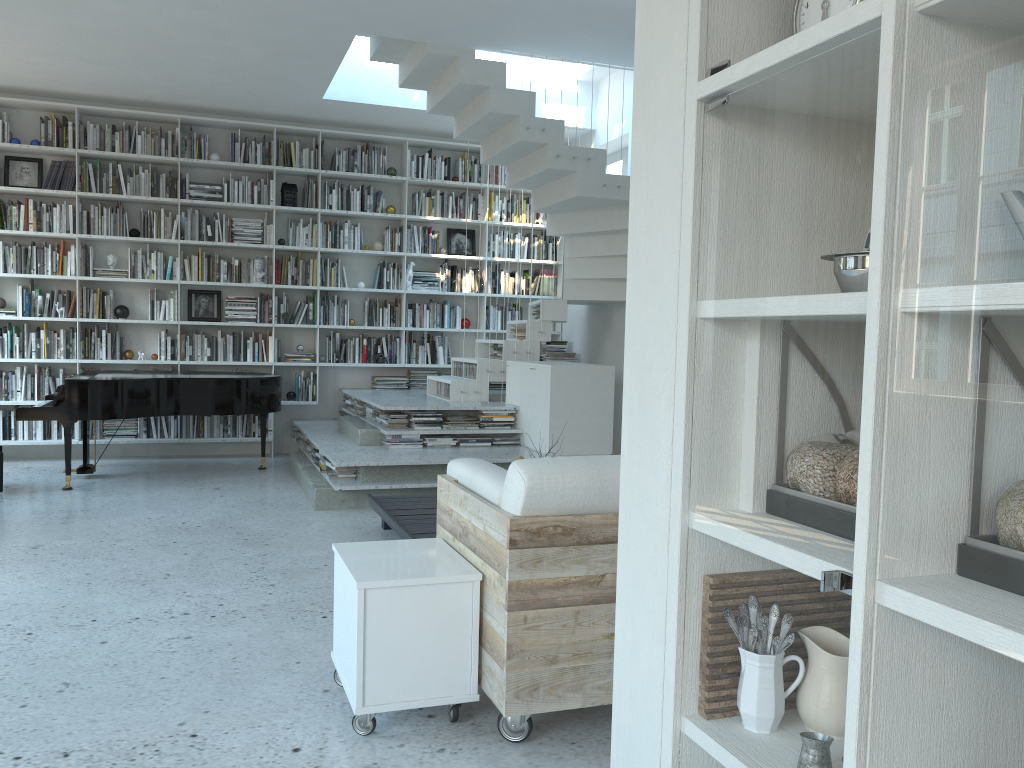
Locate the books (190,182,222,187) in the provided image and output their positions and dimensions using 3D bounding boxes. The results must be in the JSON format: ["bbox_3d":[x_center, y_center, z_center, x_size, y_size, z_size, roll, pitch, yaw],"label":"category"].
[{"bbox_3d":[-2.863,-1.856,8.296,0.285,0.024,0.159,0,3,-19],"label":"books"}]

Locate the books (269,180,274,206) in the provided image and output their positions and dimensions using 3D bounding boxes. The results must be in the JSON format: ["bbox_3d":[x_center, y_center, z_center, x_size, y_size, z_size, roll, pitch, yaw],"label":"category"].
[{"bbox_3d":[-2.286,-1.796,8.424,0.037,0.237,0.272,0,4,-19],"label":"books"}]

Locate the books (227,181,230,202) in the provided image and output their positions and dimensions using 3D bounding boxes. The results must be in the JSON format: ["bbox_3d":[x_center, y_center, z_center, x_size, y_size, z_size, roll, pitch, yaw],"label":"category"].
[{"bbox_3d":[-2.682,-1.797,8.376,0.024,0.223,0.128,0,4,-19],"label":"books"}]

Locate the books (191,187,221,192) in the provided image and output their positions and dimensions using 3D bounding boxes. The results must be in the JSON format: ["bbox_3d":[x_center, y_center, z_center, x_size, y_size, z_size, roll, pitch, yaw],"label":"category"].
[{"bbox_3d":[-2.861,-1.806,8.290,0.254,0.025,0.160,0,3,-23],"label":"books"}]

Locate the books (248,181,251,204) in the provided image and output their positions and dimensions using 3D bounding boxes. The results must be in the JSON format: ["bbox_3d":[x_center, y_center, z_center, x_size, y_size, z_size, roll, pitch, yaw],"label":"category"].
[{"bbox_3d":[-2.496,-1.794,8.405,0.023,0.223,0.190,0,4,-19],"label":"books"}]

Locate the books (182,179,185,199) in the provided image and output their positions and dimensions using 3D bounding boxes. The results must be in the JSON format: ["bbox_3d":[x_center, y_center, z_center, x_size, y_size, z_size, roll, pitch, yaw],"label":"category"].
[{"bbox_3d":[-3.045,-1.787,8.215,0.027,0.201,0.167,0,4,-19],"label":"books"}]

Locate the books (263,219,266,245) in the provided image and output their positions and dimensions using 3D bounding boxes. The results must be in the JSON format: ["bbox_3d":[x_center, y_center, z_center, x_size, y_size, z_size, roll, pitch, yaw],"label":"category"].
[{"bbox_3d":[-2.369,-1.442,8.480,0.012,0.254,0.160,0,4,-19],"label":"books"}]

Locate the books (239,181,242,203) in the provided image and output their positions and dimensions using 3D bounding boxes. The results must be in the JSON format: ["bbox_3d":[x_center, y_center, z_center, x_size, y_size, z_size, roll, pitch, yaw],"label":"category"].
[{"bbox_3d":[-2.572,-1.793,8.389,0.028,0.219,0.183,0,4,-19],"label":"books"}]

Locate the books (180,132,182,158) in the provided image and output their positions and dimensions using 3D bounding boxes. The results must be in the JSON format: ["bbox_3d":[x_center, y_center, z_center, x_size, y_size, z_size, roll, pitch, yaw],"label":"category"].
[{"bbox_3d":[-3.060,-2.181,8.201,0.012,0.254,0.160,0,4,-19],"label":"books"}]

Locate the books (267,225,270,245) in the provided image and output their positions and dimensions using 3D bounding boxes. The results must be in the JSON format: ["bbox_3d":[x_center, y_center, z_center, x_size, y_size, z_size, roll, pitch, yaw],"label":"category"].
[{"bbox_3d":[-2.343,-1.415,8.505,0.029,0.198,0.171,0,4,-19],"label":"books"}]

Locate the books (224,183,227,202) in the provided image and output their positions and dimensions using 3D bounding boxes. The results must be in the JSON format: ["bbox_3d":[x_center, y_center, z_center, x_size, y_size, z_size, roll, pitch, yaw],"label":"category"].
[{"bbox_3d":[-2.696,-1.778,8.342,0.025,0.187,0.193,0,4,-19],"label":"books"}]

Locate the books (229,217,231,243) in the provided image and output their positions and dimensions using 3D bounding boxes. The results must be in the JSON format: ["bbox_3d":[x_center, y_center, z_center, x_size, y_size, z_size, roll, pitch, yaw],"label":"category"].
[{"bbox_3d":[-2.662,-1.440,8.369,0.013,0.247,0.176,0,4,-19],"label":"books"}]

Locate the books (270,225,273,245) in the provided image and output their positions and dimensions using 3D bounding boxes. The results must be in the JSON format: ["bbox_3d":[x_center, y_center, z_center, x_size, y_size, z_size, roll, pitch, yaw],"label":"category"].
[{"bbox_3d":[-2.317,-1.419,8.520,0.030,0.205,0.158,0,4,-19],"label":"books"}]

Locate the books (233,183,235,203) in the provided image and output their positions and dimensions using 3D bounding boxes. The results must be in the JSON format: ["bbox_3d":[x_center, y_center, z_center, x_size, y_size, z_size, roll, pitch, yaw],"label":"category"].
[{"bbox_3d":[-2.631,-1.786,8.381,0.011,0.204,0.133,0,4,-19],"label":"books"}]

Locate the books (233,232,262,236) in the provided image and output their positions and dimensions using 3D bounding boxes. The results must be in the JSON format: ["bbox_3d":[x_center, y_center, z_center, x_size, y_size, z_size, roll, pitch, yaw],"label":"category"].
[{"bbox_3d":[-2.522,-1.421,8.443,0.254,0.012,0.160,0,3,-21],"label":"books"}]

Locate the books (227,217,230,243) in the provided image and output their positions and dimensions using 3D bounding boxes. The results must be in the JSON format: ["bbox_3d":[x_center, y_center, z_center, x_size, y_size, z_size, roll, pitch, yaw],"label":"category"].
[{"bbox_3d":[-2.679,-1.440,8.376,0.015,0.245,0.183,0,4,-19],"label":"books"}]

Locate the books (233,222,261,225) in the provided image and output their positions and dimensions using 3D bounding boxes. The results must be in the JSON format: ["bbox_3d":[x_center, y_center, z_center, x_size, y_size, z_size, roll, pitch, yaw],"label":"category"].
[{"bbox_3d":[-2.520,-1.519,8.436,0.254,0.012,0.160,0,3,-17],"label":"books"}]

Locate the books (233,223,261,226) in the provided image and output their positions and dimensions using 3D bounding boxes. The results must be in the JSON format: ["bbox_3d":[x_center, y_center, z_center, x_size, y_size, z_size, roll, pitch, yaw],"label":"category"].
[{"bbox_3d":[-2.518,-1.505,8.431,0.254,0.012,0.160,1,3,-14],"label":"books"}]

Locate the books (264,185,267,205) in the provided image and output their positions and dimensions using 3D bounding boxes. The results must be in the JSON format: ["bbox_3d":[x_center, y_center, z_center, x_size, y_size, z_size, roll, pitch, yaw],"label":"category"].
[{"bbox_3d":[-2.357,-1.783,8.458,0.029,0.202,0.191,0,4,-19],"label":"books"}]

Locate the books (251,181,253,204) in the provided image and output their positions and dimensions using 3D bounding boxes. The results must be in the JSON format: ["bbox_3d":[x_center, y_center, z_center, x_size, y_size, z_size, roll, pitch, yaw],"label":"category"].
[{"bbox_3d":[-2.473,-1.798,8.426,0.010,0.230,0.152,0,4,-19],"label":"books"}]

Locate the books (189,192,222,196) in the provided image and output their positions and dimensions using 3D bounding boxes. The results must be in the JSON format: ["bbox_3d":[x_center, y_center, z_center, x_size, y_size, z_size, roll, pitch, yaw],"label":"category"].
[{"bbox_3d":[-2.865,-1.764,8.296,0.285,0.012,0.159,0,3,-21],"label":"books"}]

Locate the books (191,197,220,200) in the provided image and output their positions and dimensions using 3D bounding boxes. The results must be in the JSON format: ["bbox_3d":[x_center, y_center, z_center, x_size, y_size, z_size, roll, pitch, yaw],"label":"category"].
[{"bbox_3d":[-2.864,-1.728,8.293,0.254,0.012,0.160,1,3,-14],"label":"books"}]

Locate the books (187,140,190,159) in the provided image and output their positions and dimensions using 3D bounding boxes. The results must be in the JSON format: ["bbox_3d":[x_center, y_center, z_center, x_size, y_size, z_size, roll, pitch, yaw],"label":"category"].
[{"bbox_3d":[-2.993,-2.150,8.213,0.026,0.194,0.166,0,4,-19],"label":"books"}]

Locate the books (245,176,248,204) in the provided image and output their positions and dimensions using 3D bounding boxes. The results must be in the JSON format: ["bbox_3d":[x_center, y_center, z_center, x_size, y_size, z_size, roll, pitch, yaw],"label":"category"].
[{"bbox_3d":[-2.520,-1.818,8.404,0.023,0.270,0.184,0,4,-19],"label":"books"}]

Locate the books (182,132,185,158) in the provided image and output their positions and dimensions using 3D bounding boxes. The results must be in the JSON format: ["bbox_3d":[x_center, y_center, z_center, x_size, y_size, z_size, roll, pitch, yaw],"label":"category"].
[{"bbox_3d":[-3.036,-2.179,8.189,0.026,0.253,0.185,0,4,-19],"label":"books"}]

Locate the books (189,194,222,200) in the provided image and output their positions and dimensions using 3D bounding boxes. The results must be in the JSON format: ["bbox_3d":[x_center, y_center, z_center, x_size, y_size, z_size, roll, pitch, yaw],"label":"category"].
[{"bbox_3d":[-2.865,-1.752,8.295,0.285,0.012,0.159,0,3,-22],"label":"books"}]

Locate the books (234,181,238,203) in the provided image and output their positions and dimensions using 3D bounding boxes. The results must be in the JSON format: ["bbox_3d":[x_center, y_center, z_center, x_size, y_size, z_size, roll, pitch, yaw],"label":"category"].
[{"bbox_3d":[-2.608,-1.792,8.373,0.027,0.216,0.190,0,4,-19],"label":"books"}]

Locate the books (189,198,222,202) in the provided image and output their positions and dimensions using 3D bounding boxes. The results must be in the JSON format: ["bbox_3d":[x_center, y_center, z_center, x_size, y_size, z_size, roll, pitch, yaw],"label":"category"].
[{"bbox_3d":[-2.866,-1.716,8.297,0.285,0.012,0.159,1,3,-16],"label":"books"}]

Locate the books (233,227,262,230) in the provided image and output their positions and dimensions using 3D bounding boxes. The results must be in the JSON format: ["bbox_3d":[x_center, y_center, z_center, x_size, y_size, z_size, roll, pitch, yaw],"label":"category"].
[{"bbox_3d":[-2.520,-1.469,8.438,0.254,0.012,0.160,0,3,-22],"label":"books"}]

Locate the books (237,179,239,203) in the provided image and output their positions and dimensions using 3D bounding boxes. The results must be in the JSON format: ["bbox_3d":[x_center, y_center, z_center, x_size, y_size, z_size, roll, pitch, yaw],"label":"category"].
[{"bbox_3d":[-2.594,-1.806,8.390,0.012,0.244,0.131,0,4,-19],"label":"books"}]

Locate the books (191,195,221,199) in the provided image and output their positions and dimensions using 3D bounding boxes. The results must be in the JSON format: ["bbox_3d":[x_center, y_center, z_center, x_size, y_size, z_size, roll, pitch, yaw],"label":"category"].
[{"bbox_3d":[-2.865,-1.740,8.296,0.254,0.012,0.160,0,3,-22],"label":"books"}]

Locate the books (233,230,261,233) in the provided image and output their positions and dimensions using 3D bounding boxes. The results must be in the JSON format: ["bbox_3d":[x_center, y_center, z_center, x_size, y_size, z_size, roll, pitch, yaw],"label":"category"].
[{"bbox_3d":[-2.522,-1.445,8.443,0.254,0.012,0.160,0,3,-18],"label":"books"}]

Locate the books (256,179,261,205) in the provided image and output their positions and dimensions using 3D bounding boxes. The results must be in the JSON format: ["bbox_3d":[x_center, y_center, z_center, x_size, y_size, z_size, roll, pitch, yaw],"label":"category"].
[{"bbox_3d":[-2.411,-1.806,8.435,0.032,0.248,0.173,0,4,-19],"label":"books"}]

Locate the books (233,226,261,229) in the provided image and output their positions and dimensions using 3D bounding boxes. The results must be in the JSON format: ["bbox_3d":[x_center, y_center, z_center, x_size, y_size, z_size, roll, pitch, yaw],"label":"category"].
[{"bbox_3d":[-2.521,-1.481,8.439,0.254,0.012,0.160,0,3,-17],"label":"books"}]

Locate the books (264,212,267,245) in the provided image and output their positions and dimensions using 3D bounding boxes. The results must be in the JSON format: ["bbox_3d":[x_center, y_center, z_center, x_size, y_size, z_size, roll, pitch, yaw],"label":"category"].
[{"bbox_3d":[-2.362,-1.476,8.497,0.012,0.319,0.139,0,4,-19],"label":"books"}]

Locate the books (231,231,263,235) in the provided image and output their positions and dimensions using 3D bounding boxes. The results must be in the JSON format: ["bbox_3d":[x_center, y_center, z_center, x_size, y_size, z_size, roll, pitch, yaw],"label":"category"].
[{"bbox_3d":[-2.523,-1.433,8.444,0.285,0.012,0.159,0,3,-18],"label":"books"}]

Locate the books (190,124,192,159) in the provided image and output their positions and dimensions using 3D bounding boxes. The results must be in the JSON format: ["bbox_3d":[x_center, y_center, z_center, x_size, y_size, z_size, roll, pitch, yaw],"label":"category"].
[{"bbox_3d":[-2.977,-2.224,8.227,0.014,0.341,0.145,0,4,-19],"label":"books"}]

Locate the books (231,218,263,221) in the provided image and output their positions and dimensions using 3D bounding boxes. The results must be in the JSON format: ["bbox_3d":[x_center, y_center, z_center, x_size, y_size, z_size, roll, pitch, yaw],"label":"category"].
[{"bbox_3d":[-2.519,-1.556,8.434,0.285,0.012,0.159,0,3,-17],"label":"books"}]

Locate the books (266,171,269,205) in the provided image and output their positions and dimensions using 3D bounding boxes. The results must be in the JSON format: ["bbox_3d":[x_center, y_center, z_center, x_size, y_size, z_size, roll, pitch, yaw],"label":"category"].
[{"bbox_3d":[-2.338,-1.849,8.469,0.012,0.334,0.155,0,4,-19],"label":"books"}]

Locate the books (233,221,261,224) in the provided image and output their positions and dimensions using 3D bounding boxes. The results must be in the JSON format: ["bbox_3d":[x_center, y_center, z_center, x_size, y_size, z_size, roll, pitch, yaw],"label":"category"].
[{"bbox_3d":[-2.521,-1.532,8.439,0.254,0.012,0.160,0,3,-19],"label":"books"}]

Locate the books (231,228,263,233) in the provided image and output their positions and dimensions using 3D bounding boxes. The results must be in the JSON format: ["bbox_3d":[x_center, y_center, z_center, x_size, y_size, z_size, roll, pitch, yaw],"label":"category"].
[{"bbox_3d":[-2.521,-1.457,8.438,0.285,0.012,0.159,1,3,-16],"label":"books"}]

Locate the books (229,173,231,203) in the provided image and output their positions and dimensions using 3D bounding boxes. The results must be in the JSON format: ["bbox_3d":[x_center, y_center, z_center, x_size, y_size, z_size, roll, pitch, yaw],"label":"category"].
[{"bbox_3d":[-2.651,-1.825,8.341,0.011,0.284,0.190,0,4,-19],"label":"books"}]

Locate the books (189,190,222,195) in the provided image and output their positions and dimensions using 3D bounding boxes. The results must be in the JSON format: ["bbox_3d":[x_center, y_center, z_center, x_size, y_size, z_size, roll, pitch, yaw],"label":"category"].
[{"bbox_3d":[-2.861,-1.782,8.289,0.285,0.024,0.159,1,3,-14],"label":"books"}]

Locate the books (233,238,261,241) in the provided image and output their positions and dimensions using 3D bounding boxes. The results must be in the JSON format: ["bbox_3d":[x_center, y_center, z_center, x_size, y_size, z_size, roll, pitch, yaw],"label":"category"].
[{"bbox_3d":[-2.525,-1.373,8.450,0.254,0.012,0.160,0,3,-19],"label":"books"}]

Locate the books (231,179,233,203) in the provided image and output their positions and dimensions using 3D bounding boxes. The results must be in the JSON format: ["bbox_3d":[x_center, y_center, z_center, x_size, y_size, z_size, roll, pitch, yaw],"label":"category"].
[{"bbox_3d":[-2.642,-1.802,8.363,0.021,0.238,0.171,0,4,-19],"label":"books"}]

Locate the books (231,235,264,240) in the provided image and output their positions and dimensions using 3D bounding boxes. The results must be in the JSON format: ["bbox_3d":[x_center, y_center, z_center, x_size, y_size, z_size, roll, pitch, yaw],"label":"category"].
[{"bbox_3d":[-2.522,-1.397,8.442,0.285,0.012,0.159,0,3,-22],"label":"books"}]

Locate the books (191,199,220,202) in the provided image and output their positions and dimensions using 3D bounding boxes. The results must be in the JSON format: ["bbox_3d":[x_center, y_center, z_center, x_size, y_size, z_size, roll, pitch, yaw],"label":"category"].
[{"bbox_3d":[-2.865,-1.704,8.296,0.254,0.012,0.160,1,3,-15],"label":"books"}]

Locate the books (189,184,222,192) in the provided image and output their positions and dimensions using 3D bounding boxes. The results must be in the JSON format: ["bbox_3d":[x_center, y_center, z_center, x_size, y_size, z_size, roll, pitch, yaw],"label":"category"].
[{"bbox_3d":[-2.862,-1.831,8.293,0.285,0.024,0.159,0,3,-17],"label":"books"}]

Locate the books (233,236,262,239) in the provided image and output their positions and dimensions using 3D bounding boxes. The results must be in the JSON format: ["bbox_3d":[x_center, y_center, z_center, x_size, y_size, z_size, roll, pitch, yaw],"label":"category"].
[{"bbox_3d":[-2.524,-1.385,8.447,0.254,0.012,0.160,0,3,-20],"label":"books"}]

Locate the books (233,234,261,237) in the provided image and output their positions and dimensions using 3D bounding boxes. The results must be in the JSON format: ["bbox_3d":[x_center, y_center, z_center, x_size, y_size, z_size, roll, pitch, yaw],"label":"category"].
[{"bbox_3d":[-2.522,-1.409,8.444,0.254,0.012,0.160,0,3,-17],"label":"books"}]

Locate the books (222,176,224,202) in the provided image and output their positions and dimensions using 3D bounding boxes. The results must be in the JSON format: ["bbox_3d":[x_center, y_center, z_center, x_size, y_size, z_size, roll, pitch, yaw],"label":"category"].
[{"bbox_3d":[-2.714,-1.811,8.337,0.012,0.254,0.160,0,4,-19],"label":"books"}]

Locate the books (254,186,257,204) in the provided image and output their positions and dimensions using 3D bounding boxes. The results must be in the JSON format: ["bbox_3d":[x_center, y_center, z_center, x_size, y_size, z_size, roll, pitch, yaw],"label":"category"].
[{"bbox_3d":[-2.441,-1.776,8.428,0.029,0.188,0.175,0,4,-19],"label":"books"}]

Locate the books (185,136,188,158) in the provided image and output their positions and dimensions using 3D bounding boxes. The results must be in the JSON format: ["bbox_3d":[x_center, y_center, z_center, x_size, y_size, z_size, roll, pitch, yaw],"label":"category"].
[{"bbox_3d":[-3.020,-2.167,8.216,0.023,0.228,0.156,0,4,-19],"label":"books"}]

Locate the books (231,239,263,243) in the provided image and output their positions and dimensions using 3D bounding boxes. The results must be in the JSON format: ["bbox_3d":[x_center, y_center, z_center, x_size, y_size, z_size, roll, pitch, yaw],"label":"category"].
[{"bbox_3d":[-2.524,-1.360,8.449,0.285,0.012,0.159,0,3,-18],"label":"books"}]

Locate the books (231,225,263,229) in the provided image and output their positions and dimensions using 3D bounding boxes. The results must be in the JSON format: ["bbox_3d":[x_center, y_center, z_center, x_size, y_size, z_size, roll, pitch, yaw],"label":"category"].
[{"bbox_3d":[-2.521,-1.494,8.440,0.285,0.012,0.159,0,3,-20],"label":"books"}]

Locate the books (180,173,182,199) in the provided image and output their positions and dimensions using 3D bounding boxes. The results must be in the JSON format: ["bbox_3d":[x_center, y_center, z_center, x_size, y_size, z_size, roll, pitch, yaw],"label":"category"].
[{"bbox_3d":[-3.070,-1.814,8.225,0.012,0.254,0.160,0,4,-19],"label":"books"}]

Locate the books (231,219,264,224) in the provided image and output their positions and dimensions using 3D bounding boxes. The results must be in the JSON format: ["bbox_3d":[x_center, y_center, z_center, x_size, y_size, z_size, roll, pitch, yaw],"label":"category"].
[{"bbox_3d":[-2.517,-1.543,8.428,0.285,0.012,0.159,0,3,-24],"label":"books"}]

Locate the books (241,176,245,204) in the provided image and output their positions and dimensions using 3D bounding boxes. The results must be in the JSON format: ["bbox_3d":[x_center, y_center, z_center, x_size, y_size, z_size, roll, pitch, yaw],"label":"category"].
[{"bbox_3d":[-2.551,-1.821,8.415,0.029,0.274,0.140,0,4,-19],"label":"books"}]

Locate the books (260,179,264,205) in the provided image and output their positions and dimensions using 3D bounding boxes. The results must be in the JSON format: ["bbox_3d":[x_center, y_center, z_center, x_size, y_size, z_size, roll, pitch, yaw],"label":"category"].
[{"bbox_3d":[-2.388,-1.813,8.460,0.029,0.261,0.133,0,4,-19],"label":"books"}]
